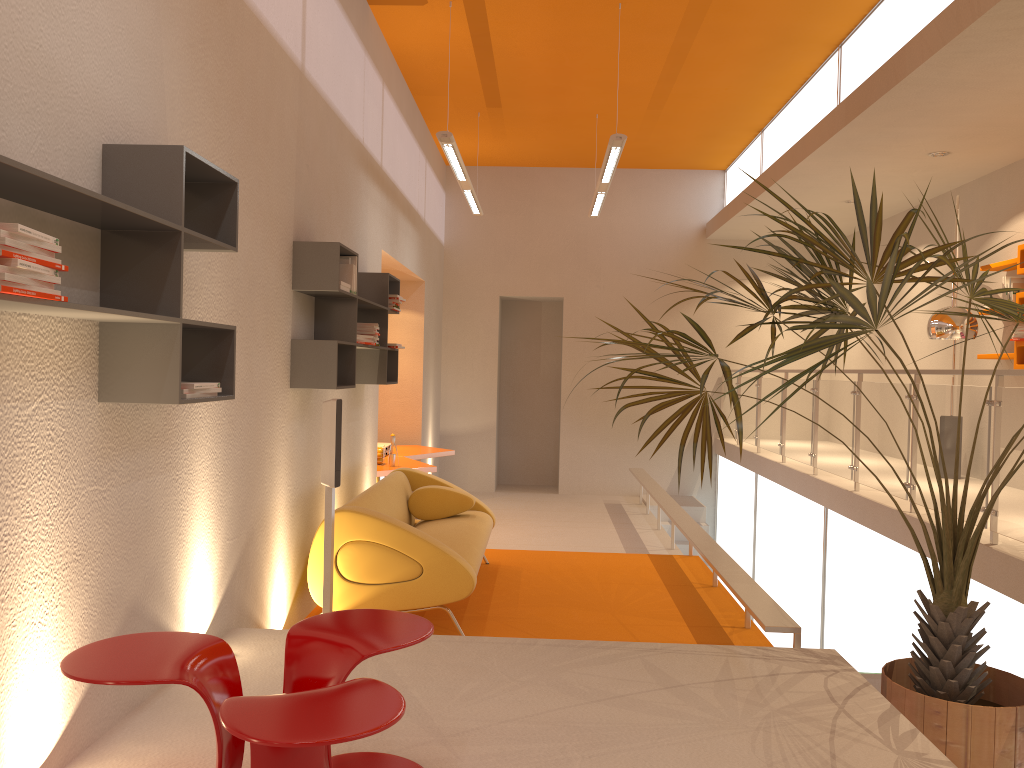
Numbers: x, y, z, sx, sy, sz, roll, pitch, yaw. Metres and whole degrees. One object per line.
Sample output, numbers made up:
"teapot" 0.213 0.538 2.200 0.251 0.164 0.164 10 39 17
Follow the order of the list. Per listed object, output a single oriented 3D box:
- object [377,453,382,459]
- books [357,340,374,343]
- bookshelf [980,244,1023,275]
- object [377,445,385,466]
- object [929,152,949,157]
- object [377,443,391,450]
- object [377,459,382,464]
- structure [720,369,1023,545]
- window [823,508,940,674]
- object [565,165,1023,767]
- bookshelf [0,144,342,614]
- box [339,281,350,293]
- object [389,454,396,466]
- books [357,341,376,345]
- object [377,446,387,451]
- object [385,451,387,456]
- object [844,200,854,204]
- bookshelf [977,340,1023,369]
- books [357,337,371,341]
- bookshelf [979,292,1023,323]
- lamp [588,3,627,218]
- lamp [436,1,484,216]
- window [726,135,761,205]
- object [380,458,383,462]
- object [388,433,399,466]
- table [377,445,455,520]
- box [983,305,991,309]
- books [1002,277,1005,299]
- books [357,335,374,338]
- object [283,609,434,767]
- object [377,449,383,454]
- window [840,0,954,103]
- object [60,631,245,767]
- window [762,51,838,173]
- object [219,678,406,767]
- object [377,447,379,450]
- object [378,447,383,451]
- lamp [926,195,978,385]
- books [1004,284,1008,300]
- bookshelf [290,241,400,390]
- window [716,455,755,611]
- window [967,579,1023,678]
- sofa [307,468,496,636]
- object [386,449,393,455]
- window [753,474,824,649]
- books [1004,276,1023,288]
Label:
"object" -1.178 0.635 7.841 0.053 0.055 0.060 1 1 -10
"books" -1.002 -0.266 5.471 0.190 0.011 0.268 2 1 19
"bookshelf" 3.885 -0.923 6.615 0.220 0.220 1.150 1 1 2
"object" -1.243 0.628 7.901 0.207 0.174 0.189 1 1 2
"object" 3.330 -1.811 6.920 0.143 0.059 0.143 1 1 -26
"object" -1.334 0.623 8.840 0.262 0.049 0.349 1 1 2
"object" -1.175 0.686 7.852 0.053 0.053 0.061 1 1 -8
"structure" 2.609 0.352 6.057 0.195 0.900 11.050 1 1 2
"window" 1.646 2.116 2.787 0.481 5.399 8.922 2 1 14
"object" 1.716 0.327 3.319 3.098 2.600 3.241 2 1 10
"bookshelf" -1.120 0.341 2.889 0.322 2.145 3.370 1 1 4
"box" -1.042 -0.543 4.948 0.232 0.047 0.232 1 1 2
"object" -1.051 0.669 7.785 0.060 0.106 0.060 2 1 34
"books" -1.001 -0.254 5.475 0.210 0.013 0.297 2 1 17
"object" -1.347 0.629 8.486 0.262 0.049 0.349 1 1 2
"object" -1.348 0.678 8.486 0.262 0.049 0.349 1 1 2
"object" 3.401 -1.843 8.868 0.143 0.059 0.143 1 1 -26
"bookshelf" 3.868 -0.210 6.628 0.220 0.220 1.150 1 1 2
"books" -1.003 -0.279 5.461 0.190 0.015 0.254 2 1 13
"bookshelf" 3.876 -0.567 6.622 0.220 0.220 1.150 1 1 2
"lamp" 0.819 -2.249 7.811 0.120 1.052 3.195 1 1 2
"lamp" -0.409 -2.280 7.855 0.120 1.052 3.195 1 1 2
"window" 2.757 -2.423 10.610 0.006 0.660 1.894 1 1 2
"object" -1.180 0.686 7.912 0.061 0.053 0.053 1 1 -10
"object" -1.055 0.577 7.796 0.101 0.288 0.088 1 1 -28
"table" -1.129 1.085 8.662 0.969 0.760 2.573 1 1 2
"box" 3.838 -0.616 6.897 0.232 0.047 0.232 1 1 2
"books" 3.864 -0.703 6.770 0.230 0.227 0.017 1 1 2
"books" -0.998 -0.294 5.468 0.190 0.015 0.254 2 1 19
"object" -0.433 0.913 2.497 0.391 0.450 0.420 2 1 32
"object" -1.175 0.606 7.883 0.053 0.051 0.063 1 1 -7
"window" 2.589 -2.348 5.972 0.006 0.660 2.241 1 1 2
"object" -0.908 0.905 2.238 0.420 0.450 0.391 1 1 2
"window" 2.676 -2.387 8.378 0.006 0.660 2.494 1 1 2
"object" -0.442 0.922 1.946 0.391 0.450 0.420 1 1 -28
"object" -1.217 0.588 7.966 0.063 0.051 0.053 1 1 -5
"object" -1.173 0.593 7.936 0.057 0.060 0.052 2 1 25
"lamp" 3.355 -0.321 6.815 0.315 2.259 2.077 2 1 25
"books" 3.860 -0.673 6.730 0.230 0.169 0.027 1 1 2
"bookshelf" -1.022 -0.384 5.755 0.252 0.790 2.000 1 1 2
"window" 2.623 2.826 10.608 0.006 3.760 2.078 1 1 2
"window" 1.647 0.940 1.531 0.908 1.393 6.719 2 1 22
"sofa" -0.622 1.017 5.806 0.929 0.706 2.081 1 1 2
"object" -1.341 0.672 8.841 0.250 0.049 0.349 1 1 2
"window" 2.542 2.862 8.376 0.006 3.760 2.311 1 1 2
"books" 3.870 -0.702 6.751 0.230 0.227 0.017 1 1 2
